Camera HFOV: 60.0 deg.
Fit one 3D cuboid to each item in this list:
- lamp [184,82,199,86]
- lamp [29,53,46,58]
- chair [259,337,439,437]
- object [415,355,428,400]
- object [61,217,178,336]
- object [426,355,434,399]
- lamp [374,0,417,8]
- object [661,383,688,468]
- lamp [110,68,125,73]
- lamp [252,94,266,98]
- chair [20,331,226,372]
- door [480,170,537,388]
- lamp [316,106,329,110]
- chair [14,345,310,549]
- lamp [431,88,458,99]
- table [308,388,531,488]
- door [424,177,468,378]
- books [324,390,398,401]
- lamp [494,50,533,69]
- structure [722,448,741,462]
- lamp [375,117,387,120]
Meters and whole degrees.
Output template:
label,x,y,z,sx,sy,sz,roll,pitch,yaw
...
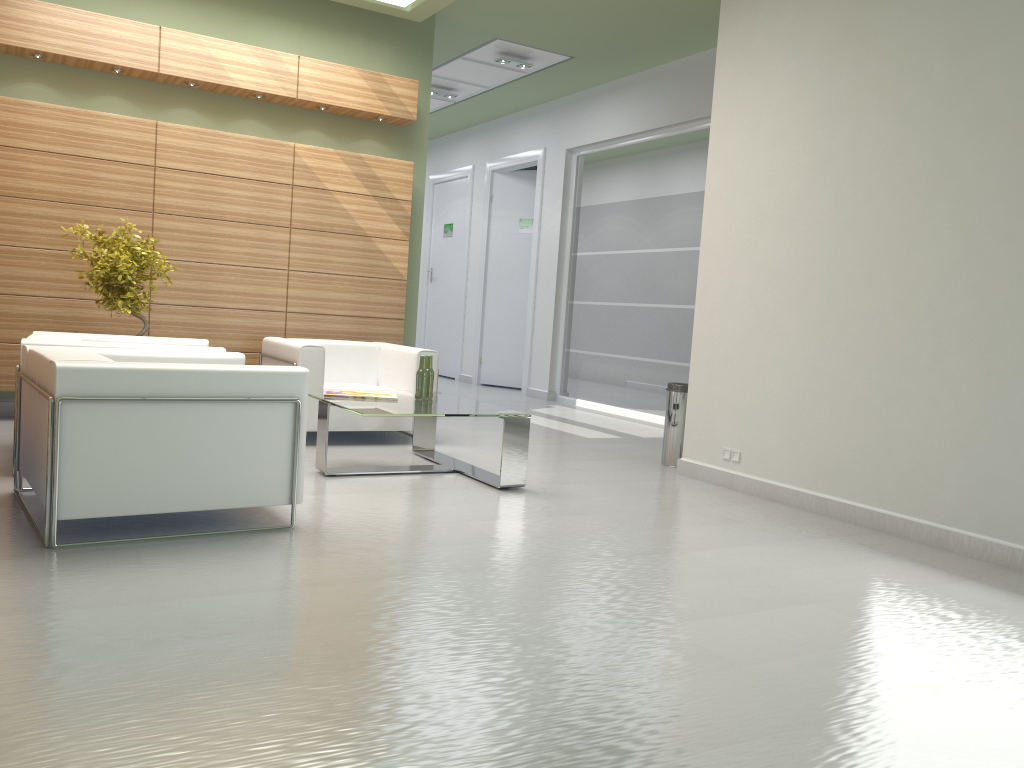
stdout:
label,x,y,z,sx,sy,sz,roll,pitch,yaw
lamp,-4.264,-4.020,11.810,0.181,0.074,0.181,6,5,20
lamp,-5.829,-4.061,10.904,0.181,0.074,0.181,1,5,-36
chair,-2.182,0.074,11.697,1.894,1.234,1.802,1,5,-30
object,-0.970,-0.070,9.552,0.131,0.475,0.131,6,5,25
object,-4.664,-0.678,10.403,1.116,2.565,1.201,6,5,28
object,-0.918,-0.080,9.721,0.131,0.475,0.131,6,5,25
lamp,-2.215,-5.275,9.216,4.571,0.325,5.060,1,5,-30
object,2.139,0.514,11.142,0.482,1.027,0.483,7,5,31
lamp,-5.052,-4.041,11.354,0.181,0.074,0.181,1,5,-36
lamp,-3.494,-4.001,12.256,0.181,0.074,0.181,1,5,-36
chair,-3.936,0.155,9.025,1.769,1.234,1.894,2,5,-25
door,0.321,-2.440,20.814,2.089,5.083,0.134,6,5,30
lamp,-2.712,-3.981,12.709,0.181,0.074,0.181,6,5,20
chair,-2.796,0.388,7.012,1.802,1.234,1.894,1,5,-35
lamp,-1.482,-6.131,18.588,0.657,0.159,0.286,1,5,-30
table,-1.146,0.544,9.371,1.783,0.742,2.197,1,5,-30
door,-1.778,-2.774,23.285,0.250,5.083,2.089,1,5,-30
books,-1.612,0.118,9.461,0.762,0.025,0.508,3,4,-10
lamp,0.033,-5.825,15.956,0.657,0.159,0.286,1,5,-30
structure,2.420,0.780,9.787,0.017,0.118,0.262,1,5,-30
lamp,-1.946,-3.961,13.152,0.181,0.074,0.181,1,5,-36
